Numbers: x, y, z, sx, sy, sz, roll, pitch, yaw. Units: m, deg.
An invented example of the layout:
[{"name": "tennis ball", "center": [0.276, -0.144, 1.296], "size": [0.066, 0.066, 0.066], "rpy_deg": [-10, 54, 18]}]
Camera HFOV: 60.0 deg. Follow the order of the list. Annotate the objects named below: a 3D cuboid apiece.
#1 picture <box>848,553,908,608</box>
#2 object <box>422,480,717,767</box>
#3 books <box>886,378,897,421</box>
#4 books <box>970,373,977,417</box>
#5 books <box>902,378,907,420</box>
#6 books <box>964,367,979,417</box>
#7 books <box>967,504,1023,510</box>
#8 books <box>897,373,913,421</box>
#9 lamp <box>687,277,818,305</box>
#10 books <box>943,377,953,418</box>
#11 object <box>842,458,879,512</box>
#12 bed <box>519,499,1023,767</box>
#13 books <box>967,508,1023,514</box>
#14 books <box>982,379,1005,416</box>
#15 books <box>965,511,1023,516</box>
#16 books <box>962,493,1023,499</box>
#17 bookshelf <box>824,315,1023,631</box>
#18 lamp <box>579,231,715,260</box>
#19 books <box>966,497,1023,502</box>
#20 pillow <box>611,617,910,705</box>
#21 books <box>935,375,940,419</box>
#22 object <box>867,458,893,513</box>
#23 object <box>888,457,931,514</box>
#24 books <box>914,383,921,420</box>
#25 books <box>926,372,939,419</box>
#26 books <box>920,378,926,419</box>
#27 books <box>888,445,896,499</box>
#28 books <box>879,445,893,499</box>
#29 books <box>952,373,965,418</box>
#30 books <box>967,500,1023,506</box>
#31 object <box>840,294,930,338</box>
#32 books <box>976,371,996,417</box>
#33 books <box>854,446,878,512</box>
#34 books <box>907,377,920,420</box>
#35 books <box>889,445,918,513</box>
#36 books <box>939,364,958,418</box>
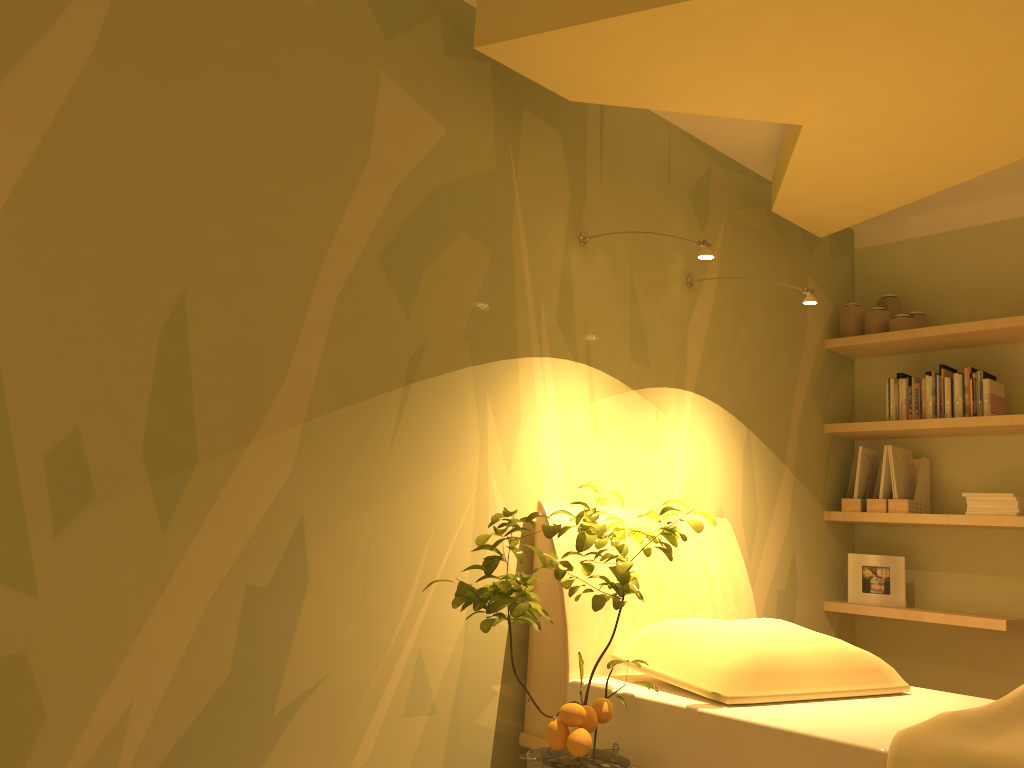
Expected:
[{"name": "picture", "center": [1.625, 0.873, 3.948], "size": [0.247, 0.219, 0.131], "rpy_deg": [-1, -11, 24]}, {"name": "object", "center": [0.138, 0.684, 2.133], "size": [0.372, 0.944, 0.828], "rpy_deg": [-4, -13, 40]}, {"name": "books", "center": [1.746, 0.088, 4.021], "size": [0.157, 0.203, 0.040], "rpy_deg": [12, -13, -42]}, {"name": "books", "center": [1.985, 0.063, 3.767], "size": [0.157, 0.198, 0.022], "rpy_deg": [12, -13, -42]}, {"name": "books", "center": [1.789, 0.085, 3.975], "size": [0.157, 0.198, 0.022], "rpy_deg": [12, -13, -42]}, {"name": "books", "center": [1.975, 0.051, 3.795], "size": [0.138, 0.229, 0.032], "rpy_deg": [12, -13, -42]}, {"name": "books", "center": [2.019, 0.511, 3.636], "size": [0.270, 0.015, 0.190], "rpy_deg": [12, -13, -41]}, {"name": "books", "center": [1.778, 0.074, 4.003], "size": [0.138, 0.229, 0.032], "rpy_deg": [12, -13, -42]}, {"name": "lamp", "center": [0.869, -0.348, 3.252], "size": [0.050, 0.178, 0.533], "rpy_deg": [12, -13, -42]}, {"name": "books", "center": [1.911, 0.076, 3.832], "size": [0.173, 0.184, 0.032], "rpy_deg": [12, -13, -42]}, {"name": "object", "center": [1.604, 0.467, 4.081], "size": [0.087, 0.259, 0.236], "rpy_deg": [-5, -13, 41]}, {"name": "bed", "center": [1.215, 0.781, 2.140], "size": [1.286, 0.894, 2.378], "rpy_deg": [12, -13, -42]}, {"name": "books", "center": [2.010, 0.526, 3.638], "size": [0.190, 0.015, 0.270], "rpy_deg": [-5, -13, 43]}, {"name": "books", "center": [2.017, 0.073, 3.714], "size": [0.178, 0.163, 0.032], "rpy_deg": [12, -13, -42]}, {"name": "books", "center": [2.009, 0.541, 3.635], "size": [0.270, 0.015, 0.190], "rpy_deg": [13, -13, -43]}, {"name": "books", "center": [2.000, 0.466, 3.649], "size": [0.190, 0.015, 0.270], "rpy_deg": [-6, -13, 44]}, {"name": "bookshelf", "center": [2.432, 0.323, 3.224], "size": [0.300, 1.240, 2.605], "rpy_deg": [12, -13, -42]}, {"name": "lamp", "center": [0.420, -0.447, 2.838], "size": [0.050, 0.178, 0.533], "rpy_deg": [12, -13, -42]}, {"name": "books", "center": [2.021, 0.482, 3.644], "size": [0.270, 0.015, 0.190], "rpy_deg": [12, -13, -40]}, {"name": "pillow", "center": [0.747, 0.823, 2.654], "size": [0.801, 0.213, 0.482], "rpy_deg": [10, -11, -32]}, {"name": "books", "center": [1.887, 0.072, 3.873], "size": [0.155, 0.203, 0.017], "rpy_deg": [12, -13, -42]}, {"name": "object", "center": [1.691, 0.457, 3.990], "size": [0.236, 0.259, 0.087], "rpy_deg": [12, -13, -42]}, {"name": "object", "center": [1.757, 0.450, 3.921], "size": [0.236, 0.259, 0.087], "rpy_deg": [12, -13, -42]}, {"name": "books", "center": [1.825, 0.094, 3.934], "size": [0.157, 0.172, 0.021], "rpy_deg": [12, -13, -42]}, {"name": "books", "center": [1.865, 0.066, 3.890], "size": [0.166, 0.217, 0.038], "rpy_deg": [12, -13, -42]}, {"name": "books", "center": [1.848, 0.082, 3.920], "size": [0.146, 0.193, 0.032], "rpy_deg": [12, -13, -42]}, {"name": "books", "center": [1.735, 0.432, 3.942], "size": [0.210, 0.296, 0.036], "rpy_deg": [12, -13, -42]}, {"name": "books", "center": [1.707, 0.435, 3.976], "size": [0.214, 0.297, 0.048], "rpy_deg": [12, -13, -42]}, {"name": "books", "center": [1.943, 0.065, 3.813], "size": [0.157, 0.203, 0.040], "rpy_deg": [12, -13, -42]}, {"name": "books", "center": [2.015, 0.496, 3.636], "size": [0.270, 0.015, 0.190], "rpy_deg": [13, -13, -43]}, {"name": "object", "center": [1.730, -0.316, 4.126], "size": [0.234, 0.229, 0.349], "rpy_deg": [12, -13, -41]}, {"name": "books", "center": [2.004, 0.058, 3.748], "size": [0.157, 0.203, 0.032], "rpy_deg": [12, -13, -42]}, {"name": "books", "center": [1.621, 0.445, 4.068], "size": [0.048, 0.297, 0.214], "rpy_deg": [-5, -13, 41]}, {"name": "books", "center": [1.808, 0.081, 3.956], "size": [0.157, 0.203, 0.032], "rpy_deg": [12, -13, -42]}, {"name": "books", "center": [1.744, 0.431, 3.939], "size": [0.210, 0.296, 0.043], "rpy_deg": [12, -13, -42]}, {"name": "books", "center": [1.901, 0.048, 3.862], "size": [0.157, 0.247, 0.021], "rpy_deg": [12, -13, -42]}]
